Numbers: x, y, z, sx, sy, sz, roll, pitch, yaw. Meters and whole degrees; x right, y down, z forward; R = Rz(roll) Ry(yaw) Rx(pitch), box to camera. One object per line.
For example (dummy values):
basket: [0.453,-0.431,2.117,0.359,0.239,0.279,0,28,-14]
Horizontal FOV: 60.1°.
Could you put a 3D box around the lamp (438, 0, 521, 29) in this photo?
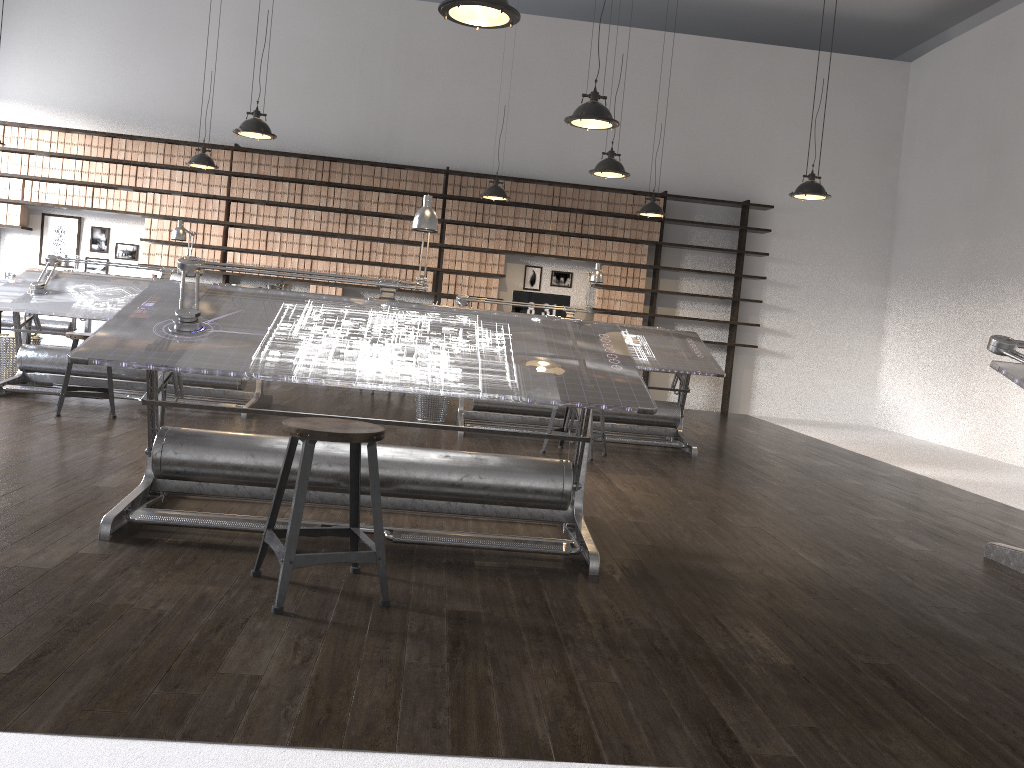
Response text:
lamp: [-0.015,-2.503,3.303,0.310,2.249,0.314,5,2,-25]

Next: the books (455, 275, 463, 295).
books: [-0.601,-1.111,9.980,0.066,0.225,0.175,5,3,-5]

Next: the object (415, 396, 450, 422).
object: [-0.637,0.105,7.131,0.353,0.377,0.353,6,3,17]

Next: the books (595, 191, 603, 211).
books: [0.974,-2.070,10.073,0.066,0.225,0.175,5,3,-5]

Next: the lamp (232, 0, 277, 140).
lamp: [-1.748,-2.912,6.362,0.311,2.249,0.313,6,2,15]

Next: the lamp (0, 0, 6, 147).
lamp: [-4.754,-3.346,8.166,0.310,2.249,0.314,5,2,-25]

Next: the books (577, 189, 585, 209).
books: [0.778,-2.088,10.059,0.066,0.225,0.175,5,3,-5]

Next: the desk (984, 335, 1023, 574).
desk: [3.175,0.235,3.743,2.068,1.385,1.079,5,3,-5]

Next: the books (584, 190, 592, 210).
books: [0.846,-2.081,10.059,0.067,0.225,0.175,5,3,-5]

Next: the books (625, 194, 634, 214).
books: [1.326,-2.038,10.099,0.066,0.225,0.175,5,3,-5]

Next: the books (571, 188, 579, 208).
books: [0.708,-2.094,10.053,0.066,0.225,0.175,5,3,-5]

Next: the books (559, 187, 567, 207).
books: [0.567,-2.107,10.041,0.066,0.225,0.175,5,3,-5]

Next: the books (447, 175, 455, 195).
books: [-0.687,-2.220,9.934,0.066,0.225,0.175,5,3,-5]

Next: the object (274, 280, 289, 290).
object: [-2.568,-1.043,9.850,0.181,0.271,0.157,5,2,-21]

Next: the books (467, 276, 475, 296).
books: [-0.460,-1.099,9.991,0.066,0.225,0.175,5,3,-5]

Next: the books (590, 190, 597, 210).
books: [0.912,-2.076,10.069,0.066,0.225,0.175,5,3,-5]

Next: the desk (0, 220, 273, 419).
desk: [-2.819,-0.573,6.640,2.278,1.385,1.079,5,3,-5]

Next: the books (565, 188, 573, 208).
books: [0.638,-2.100,10.043,0.066,0.225,0.175,5,3,-5]

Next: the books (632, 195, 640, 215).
books: [1.398,-2.032,10.105,0.067,0.225,0.175,5,3,-5]

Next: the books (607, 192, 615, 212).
books: [1.116,-2.058,10.087,0.066,0.225,0.175,5,3,-5]

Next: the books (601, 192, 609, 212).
books: [1.046,-2.064,10.077,0.067,0.225,0.175,5,3,-5]

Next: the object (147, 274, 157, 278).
object: [-3.933,-1.112,9.661,0.106,0.176,0.108,5,2,-3]

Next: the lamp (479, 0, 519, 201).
lamp: [-0.059,-2.923,8.570,0.311,2.249,0.312,6,2,20]

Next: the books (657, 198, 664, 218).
books: [1.673,-2.007,10.132,0.066,0.225,0.175,5,3,-5]

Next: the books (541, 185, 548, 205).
books: [0.355,-2.126,10.021,0.066,0.225,0.175,5,3,-5]

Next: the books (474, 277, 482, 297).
books: [-0.390,-1.092,9.997,0.066,0.225,0.175,5,3,-5]

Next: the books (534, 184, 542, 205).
books: [0.292,-2.131,10.011,0.067,0.225,0.175,5,3,-5]

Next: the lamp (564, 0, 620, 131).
lamp: [0.555,-2.571,4.940,0.311,2.262,0.312,6,2,20]

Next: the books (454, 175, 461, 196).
books: [-0.613,-2.213,9.935,0.067,0.225,0.175,5,3,-5]

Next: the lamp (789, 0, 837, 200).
lamp: [2.377,-2.541,6.714,0.310,2.249,0.314,5,2,-25]

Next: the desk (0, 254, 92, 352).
desk: [-4.897,-0.833,9.220,1.268,1.096,1.074,5,3,-5]

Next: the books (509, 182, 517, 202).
books: [0.010,-2.157,9.993,0.066,0.225,0.175,5,3,-5]

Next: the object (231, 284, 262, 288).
object: [-2.946,-1.017,9.810,0.317,0.152,0.193,5,3,-5]

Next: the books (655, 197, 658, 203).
books: [1.604,-2.014,10.130,0.066,0.225,0.175,5,3,-5]

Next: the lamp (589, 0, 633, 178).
lamp: [0.835,-2.680,6.583,0.311,2.249,0.312,6,2,20]

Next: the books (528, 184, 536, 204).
books: [0.220,-2.138,10.005,0.066,0.225,0.175,5,3,-5]

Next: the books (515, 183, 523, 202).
books: [0.079,-2.151,10.000,0.066,0.225,0.175,5,3,-5]

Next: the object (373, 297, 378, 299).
object: [-1.551,-0.890,9.937,0.095,0.161,0.094,5,2,-9]

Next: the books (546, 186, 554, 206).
books: [0.419,-2.120,10.029,0.066,0.225,0.175,5,3,-5]

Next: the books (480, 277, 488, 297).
books: [-0.322,-1.086,9.997,0.067,0.225,0.175,5,3,-5]

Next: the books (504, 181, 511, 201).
books: [-0.060,-2.163,9.983,0.067,0.225,0.175,5,3,-5]

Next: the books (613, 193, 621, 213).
books: [1.185,-2.052,10.095,0.066,0.225,0.175,5,3,-5]

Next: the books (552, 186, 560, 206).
books: [0.493,-2.113,10.030,0.067,0.225,0.175,5,3,-5]

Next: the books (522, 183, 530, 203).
books: [0.148,-2.145,10.002,0.066,0.225,0.175,5,3,-5]

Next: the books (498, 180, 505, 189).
books: [-0.132,-2.170,9.978,0.066,0.225,0.175,5,3,-5]

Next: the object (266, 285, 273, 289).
object: [-2.720,-1.015,9.917,0.078,0.188,0.079,5,2,-26]

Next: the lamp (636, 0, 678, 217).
lamp: [1.483,-2.785,8.702,0.311,2.249,0.312,6,2,20]

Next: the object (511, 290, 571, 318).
object: [0.303,-0.750,9.809,0.643,0.517,0.205,5,2,-5]

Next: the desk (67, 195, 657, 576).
desk: [-0.534,-0.115,3.639,2.068,1.385,1.079,5,3,-5]

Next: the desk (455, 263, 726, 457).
desk: [0.507,-0.274,6.924,2.068,1.385,1.079,5,3,-5]

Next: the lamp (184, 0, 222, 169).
lamp: [-2.822,-3.172,8.335,0.310,2.249,0.314,5,2,-25]

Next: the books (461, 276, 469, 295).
books: [-0.530,-1.105,9.981,0.066,0.225,0.175,5,3,-5]

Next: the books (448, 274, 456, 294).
books: [-0.675,-1.118,9.968,0.067,0.225,0.175,5,3,-5]
